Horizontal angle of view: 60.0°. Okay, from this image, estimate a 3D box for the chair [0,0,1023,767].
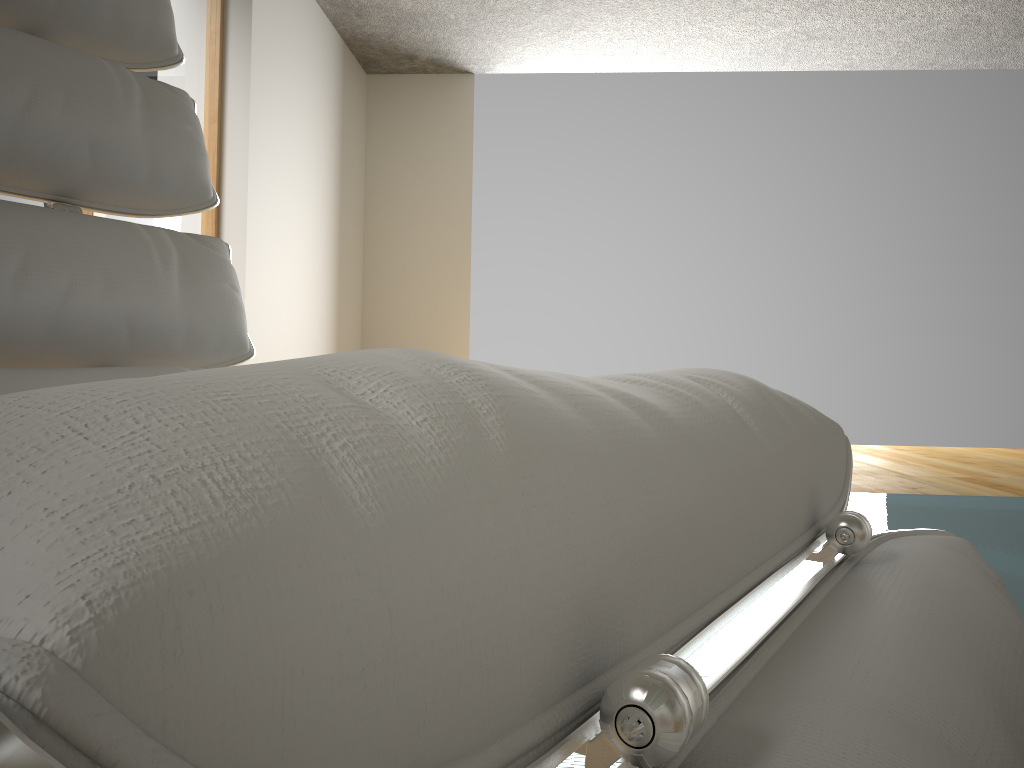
[{"bbox_3d":[-0.216,-0.102,0.508,0.914,0.969,0.569,1,-1,29],"label":"chair"}]
